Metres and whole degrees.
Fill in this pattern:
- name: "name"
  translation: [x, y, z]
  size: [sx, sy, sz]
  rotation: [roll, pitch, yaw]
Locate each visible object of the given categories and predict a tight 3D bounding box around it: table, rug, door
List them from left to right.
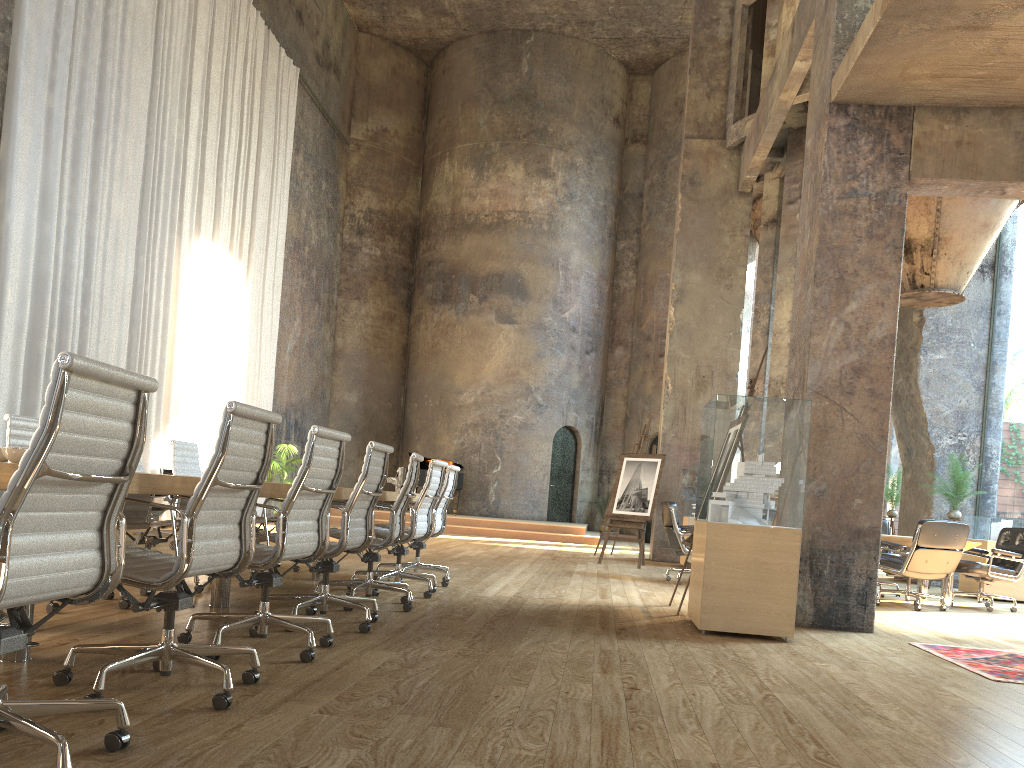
- name: "table"
  translation: [-1.821, 0.843, 4.507]
  size: [1.599, 0.755, 7.772]
  rotation: [4, -7, 6]
- name: "door"
  translation: [1.163, 2.134, 20.872]
  size: [0.908, 2.290, 0.091]
  rotation: [5, 0, -36]
- name: "door"
  translation: [3.495, 2.449, 20.627]
  size: [0.111, 2.624, 0.899]
  rotation: [4, 0, -42]
- name: "table"
  translation: [3.558, 1.948, 9.509]
  size: [2.407, 0.698, 1.112]
  rotation: [4, -5, 6]
- name: "rug"
  translation: [3.851, 1.748, 5.221]
  size: [2.459, 0.009, 1.356]
  rotation: [4, -8, 6]

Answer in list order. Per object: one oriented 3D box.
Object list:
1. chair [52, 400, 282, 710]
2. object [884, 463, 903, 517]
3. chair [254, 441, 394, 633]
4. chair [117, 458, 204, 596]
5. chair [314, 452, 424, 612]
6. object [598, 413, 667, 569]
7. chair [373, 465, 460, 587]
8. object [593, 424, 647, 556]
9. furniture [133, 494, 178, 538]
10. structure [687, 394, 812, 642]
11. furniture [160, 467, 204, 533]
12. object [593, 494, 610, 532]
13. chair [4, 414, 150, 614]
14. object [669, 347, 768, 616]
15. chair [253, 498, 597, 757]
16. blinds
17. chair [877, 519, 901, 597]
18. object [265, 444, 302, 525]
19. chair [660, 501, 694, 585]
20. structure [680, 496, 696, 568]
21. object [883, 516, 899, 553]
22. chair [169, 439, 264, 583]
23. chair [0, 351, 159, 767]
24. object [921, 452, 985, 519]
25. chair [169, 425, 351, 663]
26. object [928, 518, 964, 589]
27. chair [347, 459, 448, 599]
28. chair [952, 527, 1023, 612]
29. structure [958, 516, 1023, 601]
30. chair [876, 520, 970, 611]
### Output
- name: "chair"
  translation: [-1.214, 0.570, 3.080]
  size: [0.698, 1.022, 0.669]
  rotation: [4, -2, 11]
- name: "object"
  translation: [6.250, 1.723, 14.451]
  size: [0.685, 0.937, 0.866]
  rotation: [3, -4, 27]
- name: "chair"
  translation: [-1.037, 0.818, 4.852]
  size: [0.698, 1.022, 0.669]
  rotation: [4, -2, 11]
- name: "chair"
  translation: [-2.348, 0.841, 5.789]
  size: [0.698, 1.022, 0.669]
  rotation: [4, -2, 11]
- name: "chair"
  translation: [-0.939, 0.948, 5.780]
  size: [0.698, 1.022, 0.669]
  rotation: [4, -2, 5]
- name: "object"
  translation: [1.719, 1.435, 11.953]
  size: [0.698, 2.141, 0.688]
  rotation: [4, -1, 38]
- name: "chair"
  translation: [-0.811, 1.185, 7.497]
  size: [0.698, 1.022, 0.669]
  rotation: [4, -2, 11]
- name: "object"
  translation: [1.802, 1.692, 13.844]
  size: [0.682, 2.141, 0.705]
  rotation: [4, -1, 32]
- name: "furniture"
  translation: [-4.367, 1.308, 9.808]
  size: [0.707, 0.837, 1.885]
  rotation: [4, -6, 6]
- name: "structure"
  translation: [1.584, 0.905, 5.963]
  size: [0.594, 1.543, 0.746]
  rotation: [4, -1, 6]
- name: "furniture"
  translation: [-4.129, 1.641, 12.186]
  size: [0.707, 0.837, 1.885]
  rotation: [4, -6, 6]
- name: "object"
  translation: [2.309, 3.090, 21.170]
  size: [0.910, 0.988, 0.914]
  rotation: [3, -4, 17]
- name: "chair"
  translation: [-2.434, 0.716, 4.893]
  size: [0.697, 1.022, 0.669]
  rotation: [4, -2, 14]
- name: "object"
  translation: [1.672, 0.757, 6.852]
  size: [0.684, 2.141, 0.703]
  rotation: [4, -1, 5]
- name: "chair"
  translation: [0.648, 1.278, 7.303]
  size: [12.937, 1.027, 31.740]
  rotation: [4, -8, 6]
- name: "blinds"
  translation: [-4.806, -2.276, 13.031]
  size: [0.275, 8.616, 7.878]
  rotation: [4, -3, 7]
- name: "chair"
  translation: [4.150, 1.992, 10.214]
  size: [0.729, 0.889, 0.826]
  rotation: [4, -3, 7]
- name: "object"
  translation: [-4.110, 1.807, 15.732]
  size: [1.092, 1.452, 1.134]
  rotation: [5, -3, -3]
- name: "chair"
  translation: [2.025, 1.758, 9.675]
  size: [0.820, 0.890, 0.734]
  rotation: [4, -3, 2]
- name: "structure"
  translation: [2.841, 2.137, 12.541]
  size: [0.742, 1.011, 0.739]
  rotation: [4, -3, 6]
- name: "object"
  translation: [6.231, 2.669, 14.423]
  size: [0.658, 0.970, 0.573]
  rotation: [4, -2, 0]
- name: "chair"
  translation: [-2.258, 0.969, 6.702]
  size: [0.698, 1.022, 0.669]
  rotation: [4, -2, 9]
- name: "chair"
  translation: [-1.304, 0.442, 2.166]
  size: [0.698, 1.022, 0.669]
  rotation: [4, -2, 9]
- name: "object"
  translation: [5.985, 1.380, 12.005]
  size: [0.857, 0.937, 0.692]
  rotation: [4, -3, 9]
- name: "chair"
  translation: [-1.127, 0.695, 3.976]
  size: [0.697, 1.022, 0.669]
  rotation: [4, -2, 14]
- name: "object"
  translation: [6.059, 2.324, 11.913]
  size: [0.569, 0.969, 0.663]
  rotation: [3, -3, 42]
- name: "chair"
  translation: [-0.862, 1.067, 6.633]
  size: [0.697, 1.022, 0.669]
  rotation: [4, -2, 14]
- name: "chair"
  translation: [5.043, 1.947, 9.357]
  size: [0.821, 0.890, 0.733]
  rotation: [4, -3, 0]
- name: "structure"
  translation: [6.100, 2.170, 10.894]
  size: [0.734, 1.011, 0.747]
  rotation: [4, -3, 6]
- name: "chair"
  translation: [4.002, 1.790, 8.771]
  size: [0.732, 0.889, 0.822]
  rotation: [5, -4, -20]
